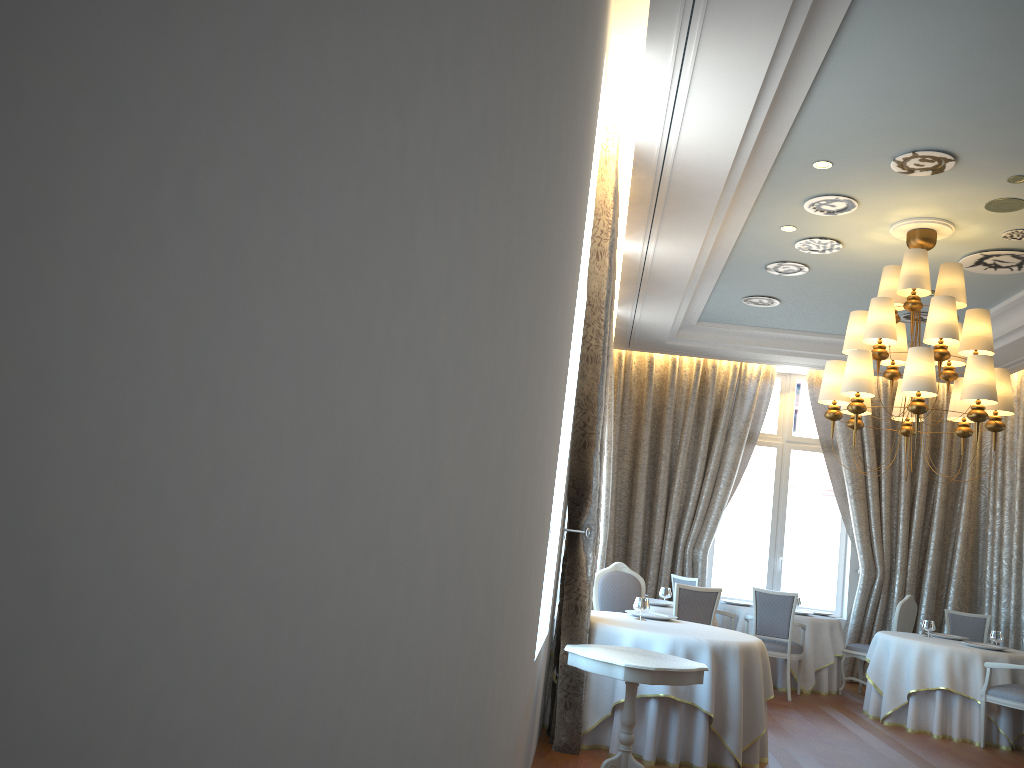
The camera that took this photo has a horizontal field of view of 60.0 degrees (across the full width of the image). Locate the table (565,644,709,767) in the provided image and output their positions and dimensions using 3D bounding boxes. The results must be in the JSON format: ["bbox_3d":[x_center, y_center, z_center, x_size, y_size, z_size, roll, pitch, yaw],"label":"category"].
[{"bbox_3d":[0.671,1.975,5.099,0.760,0.801,0.761,-2,-13,45],"label":"table"}]

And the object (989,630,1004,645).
[{"bbox_3d":[4.789,2.527,8.766,0.128,0.165,0.128,6,-9,6],"label":"object"}]

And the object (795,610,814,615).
[{"bbox_3d":[3.323,2.676,10.414,0.419,0.036,0.419,6,-9,5],"label":"object"}]

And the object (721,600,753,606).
[{"bbox_3d":[2.746,2.661,10.766,0.419,0.036,0.419,6,-9,5],"label":"object"}]

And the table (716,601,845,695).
[{"bbox_3d":[3.189,3.193,10.782,1.667,0.890,1.663,3,-10,25],"label":"table"}]

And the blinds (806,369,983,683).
[{"bbox_3d":[5.087,1.572,11.816,2.476,4.901,0.386,6,-9,6],"label":"blinds"}]

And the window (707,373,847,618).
[{"bbox_3d":[3.750,1.459,12.378,1.881,3.306,0.196,6,-9,6],"label":"window"}]

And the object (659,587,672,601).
[{"bbox_3d":[1.574,2.177,9.120,0.128,0.165,0.128,6,-9,6],"label":"object"}]

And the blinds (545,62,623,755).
[{"bbox_3d":[0.632,0.161,6.659,0.315,4.930,2.204,6,-9,6],"label":"blinds"}]

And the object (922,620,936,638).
[{"bbox_3d":[4.323,2.539,9.202,0.128,0.165,0.128,6,-9,6],"label":"object"}]

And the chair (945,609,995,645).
[{"bbox_3d":[5.111,3.137,9.969,0.650,1.108,0.629,3,-10,26],"label":"chair"}]

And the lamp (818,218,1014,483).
[{"bbox_3d":[3.335,-0.287,7.327,1.373,2.121,1.373,-1,-13,43],"label":"lamp"}]

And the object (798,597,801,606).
[{"bbox_3d":[3.565,2.761,11.140,0.128,0.165,0.128,6,-9,6],"label":"object"}]

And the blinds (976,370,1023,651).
[{"bbox_3d":[6.012,1.311,9.613,0.238,4.819,4.439,6,-9,6],"label":"blinds"}]

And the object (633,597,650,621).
[{"bbox_3d":[0.992,1.724,6.800,0.128,0.165,0.128,9,-9,-12],"label":"object"}]

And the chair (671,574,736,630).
[{"bbox_3d":[2.216,2.855,10.485,0.629,1.108,0.650,12,-10,-28],"label":"chair"}]

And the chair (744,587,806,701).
[{"bbox_3d":[2.851,2.805,9.688,0.650,1.108,0.629,4,-10,21],"label":"chair"}]

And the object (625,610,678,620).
[{"bbox_3d":[1.111,1.851,7.085,0.419,0.036,0.419,6,-9,5],"label":"object"}]

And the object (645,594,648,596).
[{"bbox_3d":[1.281,2.303,9.718,0.419,0.036,0.419,6,-9,5],"label":"object"}]

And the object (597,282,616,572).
[{"bbox_3d":[1.116,1.015,11.202,0.386,4.901,2.121,6,-9,6],"label":"object"}]

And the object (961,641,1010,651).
[{"bbox_3d":[4.548,2.523,8.527,0.419,0.036,0.419,6,-9,5],"label":"object"}]

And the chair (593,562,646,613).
[{"bbox_3d":[0.985,2.145,7.454,0.563,1.233,0.690,10,-10,-18],"label":"chair"}]

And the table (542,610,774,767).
[{"bbox_3d":[1.086,2.242,6.602,1.663,0.890,1.667,8,-9,-5],"label":"table"}]

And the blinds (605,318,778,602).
[{"bbox_3d":[2.245,1.263,12.128,2.535,4.901,0.386,6,-9,6],"label":"blinds"}]

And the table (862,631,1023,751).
[{"bbox_3d":[4.407,3.030,8.839,1.663,0.890,1.667,4,-10,20],"label":"table"}]

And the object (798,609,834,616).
[{"bbox_3d":[3.721,2.797,10.845,0.419,0.036,0.419,6,-9,5],"label":"object"}]

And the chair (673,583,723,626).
[{"bbox_3d":[1.511,2.382,8.143,0.650,1.108,0.629,10,-10,-18],"label":"chair"}]

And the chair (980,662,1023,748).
[{"bbox_3d":[4.646,2.737,7.885,0.650,1.108,0.629,11,-10,-23],"label":"chair"}]

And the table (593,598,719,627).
[{"bbox_3d":[1.323,2.696,9.191,1.667,0.890,1.663,7,-9,0],"label":"table"}]

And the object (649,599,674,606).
[{"bbox_3d":[1.403,2.169,8.803,0.419,0.036,0.419,6,-9,5],"label":"object"}]

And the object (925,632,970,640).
[{"bbox_3d":[4.582,2.659,9.334,0.419,0.036,0.419,6,-9,5],"label":"object"}]

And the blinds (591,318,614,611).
[{"bbox_3d":[0.869,0.587,9.069,0.335,4.969,2.257,6,-9,6],"label":"blinds"}]

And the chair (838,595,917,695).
[{"bbox_3d":[4.238,3.014,10.243,0.563,1.233,0.690,16,-13,-43],"label":"chair"}]

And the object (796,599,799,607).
[{"bbox_3d":[3.411,2.675,10.736,0.128,0.165,0.128,6,-9,6],"label":"object"}]
